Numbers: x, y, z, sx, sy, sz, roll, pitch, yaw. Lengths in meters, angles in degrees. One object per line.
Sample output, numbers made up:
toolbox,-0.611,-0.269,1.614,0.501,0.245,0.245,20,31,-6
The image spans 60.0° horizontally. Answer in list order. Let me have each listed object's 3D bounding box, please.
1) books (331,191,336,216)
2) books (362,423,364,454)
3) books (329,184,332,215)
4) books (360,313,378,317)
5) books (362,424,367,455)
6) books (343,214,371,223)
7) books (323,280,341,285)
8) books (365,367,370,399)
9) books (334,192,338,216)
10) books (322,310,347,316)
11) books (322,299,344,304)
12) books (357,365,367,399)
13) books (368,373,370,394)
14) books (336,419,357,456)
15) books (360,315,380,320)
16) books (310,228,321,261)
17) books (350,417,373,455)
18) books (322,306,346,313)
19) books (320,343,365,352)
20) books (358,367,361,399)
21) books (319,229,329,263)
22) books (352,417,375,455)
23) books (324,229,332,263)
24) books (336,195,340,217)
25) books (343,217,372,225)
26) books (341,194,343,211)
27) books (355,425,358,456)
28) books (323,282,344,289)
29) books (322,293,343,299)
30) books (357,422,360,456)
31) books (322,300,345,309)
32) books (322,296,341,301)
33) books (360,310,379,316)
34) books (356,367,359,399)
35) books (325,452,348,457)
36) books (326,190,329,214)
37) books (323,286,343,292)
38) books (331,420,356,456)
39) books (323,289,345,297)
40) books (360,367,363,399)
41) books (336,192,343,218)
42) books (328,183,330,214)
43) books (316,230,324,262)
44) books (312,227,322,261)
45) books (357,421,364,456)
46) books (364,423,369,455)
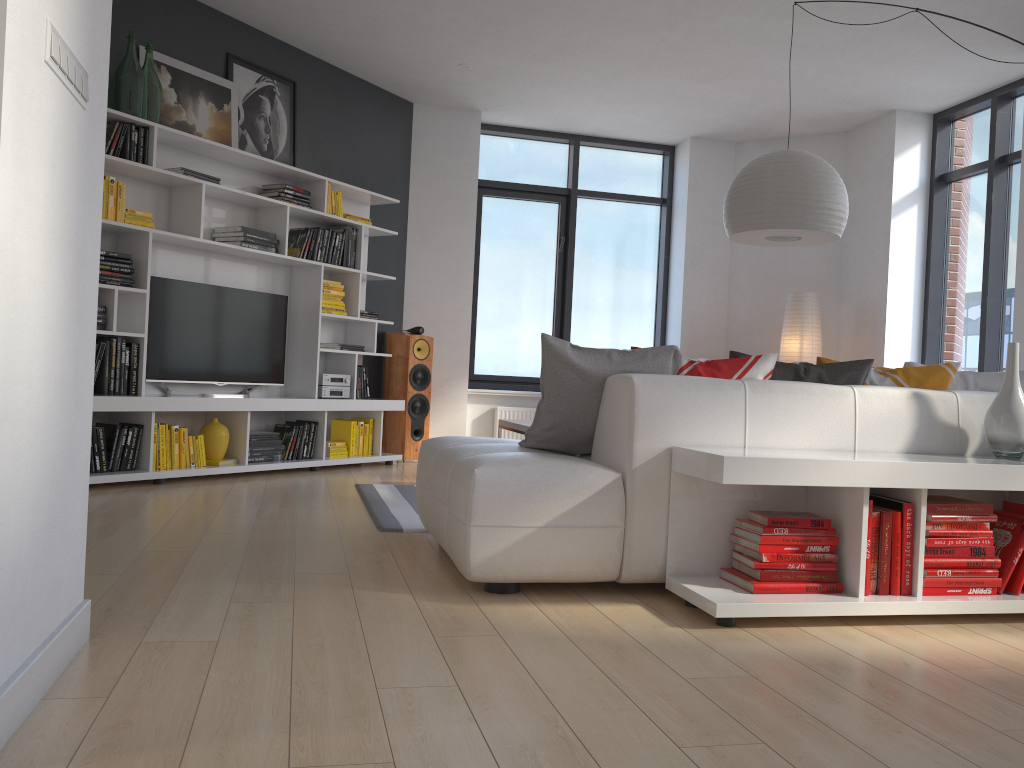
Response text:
books,-1.329,-1.291,6.373,0.132,0.180,0.054,3,0,32
books,-1.185,0.409,6.663,0.169,0.239,0.023,3,0,32
books,-1.363,-1.315,6.357,0.164,0.224,0.054,3,0,31
books,-1.142,-0.524,6.766,0.142,0.015,0.198,3,0,30
books,-1.169,0.412,6.682,0.172,0.234,0.024,3,0,32
books,-1.218,-1.236,6.645,0.203,0.024,0.257,3,0,35
books,-1.393,-0.744,6.499,0.163,0.023,0.223,3,0,36
books,-1.170,-0.011,6.778,0.177,0.242,0.066,3,0,31
books,-1.313,-1.290,6.386,0.128,0.178,0.044,3,0,31
books,-1.367,-0.518,6.476,0.194,0.028,0.257,3,0,37
books,-1.388,-0.606,6.486,0.189,0.014,0.251,3,0,35
books,-1.192,-0.018,6.756,0.193,0.255,0.066,3,0,31
books,-1.180,-0.008,6.823,0.179,0.233,0.077,3,0,32
books,-1.237,0.396,6.583,0.199,0.263,0.015,3,0,32
books,-1.140,-0.505,6.765,0.161,0.023,0.213,3,0,35
books,-1.436,-0.975,6.255,0.172,0.242,0.069,3,0,32
books,-1.148,0.395,6.734,0.204,0.270,0.029,3,0,32
books,-1.374,-0.544,6.477,0.203,0.024,0.257,3,0,35
books,-1.291,-0.272,6.626,0.250,0.047,0.310,3,0,27
books,-1.216,-0.010,6.711,0.170,0.236,0.049,3,0,32
books,-1.411,-0.979,6.342,0.191,0.249,0.084,3,0,32
books,-1.141,0.396,6.761,0.213,0.270,0.025,3,0,32
books,-1.394,-0.983,6.371,0.197,0.260,0.066,3,0,32
books,-1.294,-1.280,6.396,0.108,0.161,0.046,3,0,30
books,-1.210,-1.210,6.644,0.194,0.028,0.257,3,0,37
books,-1.288,-1.292,6.448,0.142,0.184,0.044,3,0,32
books,-1.210,0.415,6.587,0.156,0.229,0.024,3,0,31
books,-1.370,-0.720,6.495,0.163,0.023,0.223,3,0,36
books,-1.383,-0.643,6.487,0.171,0.019,0.239,3,0,32
books,-1.214,0.401,6.615,0.180,0.251,0.019,3,0,32
books,-1.376,-0.577,6.481,0.189,0.042,0.243,3,0,32
books,-1.375,-0.623,6.467,0.145,0.023,0.217,3,0,36
books,-1.152,-0.543,6.775,0.161,0.023,0.213,3,0,35
books,-1.234,-0.011,6.694,0.189,0.240,0.053,3,0,32
books,-1.312,0.507,6.449,0.147,0.033,0.190,3,0,32
books,-1.368,-1.318,6.298,0.161,0.229,0.041,3,0,30
books,-1.378,-0.697,6.490,0.227,0.022,0.160,3,0,-43
books,-1.251,0.398,6.556,0.198,0.255,0.044,3,0,32
books,-1.374,-0.669,6.494,0.176,0.033,0.239,3,0,35
books,-1.198,-0.013,6.726,0.169,0.242,0.050,3,0,31
books,-1.293,-1.292,6.424,0.141,0.184,0.064,3,0,32
books,-1.372,-1.316,6.327,0.163,0.224,0.041,3,0,30
books,-1.427,-0.975,6.308,0.179,0.243,0.068,3,0,30
books,-1.446,-0.983,6.288,0.192,0.254,0.075,3,0,31
books,-1.198,0.402,6.637,0.185,0.250,0.035,3,0,32
books,-1.159,0.412,6.706,0.172,0.234,0.024,3,0,32
